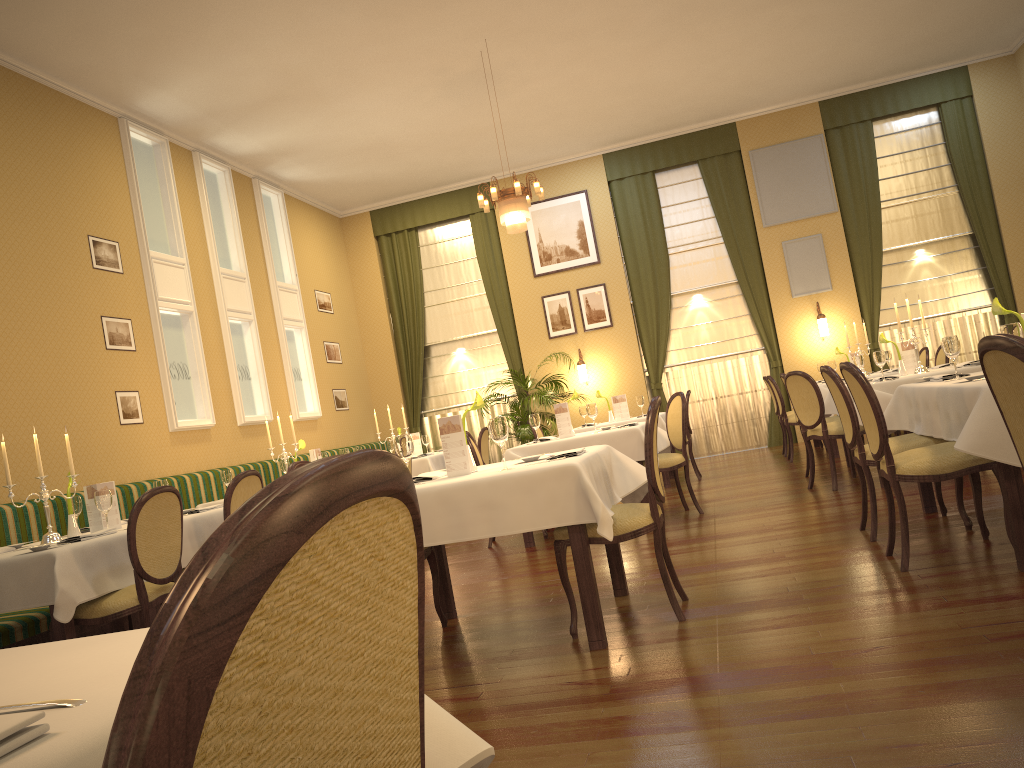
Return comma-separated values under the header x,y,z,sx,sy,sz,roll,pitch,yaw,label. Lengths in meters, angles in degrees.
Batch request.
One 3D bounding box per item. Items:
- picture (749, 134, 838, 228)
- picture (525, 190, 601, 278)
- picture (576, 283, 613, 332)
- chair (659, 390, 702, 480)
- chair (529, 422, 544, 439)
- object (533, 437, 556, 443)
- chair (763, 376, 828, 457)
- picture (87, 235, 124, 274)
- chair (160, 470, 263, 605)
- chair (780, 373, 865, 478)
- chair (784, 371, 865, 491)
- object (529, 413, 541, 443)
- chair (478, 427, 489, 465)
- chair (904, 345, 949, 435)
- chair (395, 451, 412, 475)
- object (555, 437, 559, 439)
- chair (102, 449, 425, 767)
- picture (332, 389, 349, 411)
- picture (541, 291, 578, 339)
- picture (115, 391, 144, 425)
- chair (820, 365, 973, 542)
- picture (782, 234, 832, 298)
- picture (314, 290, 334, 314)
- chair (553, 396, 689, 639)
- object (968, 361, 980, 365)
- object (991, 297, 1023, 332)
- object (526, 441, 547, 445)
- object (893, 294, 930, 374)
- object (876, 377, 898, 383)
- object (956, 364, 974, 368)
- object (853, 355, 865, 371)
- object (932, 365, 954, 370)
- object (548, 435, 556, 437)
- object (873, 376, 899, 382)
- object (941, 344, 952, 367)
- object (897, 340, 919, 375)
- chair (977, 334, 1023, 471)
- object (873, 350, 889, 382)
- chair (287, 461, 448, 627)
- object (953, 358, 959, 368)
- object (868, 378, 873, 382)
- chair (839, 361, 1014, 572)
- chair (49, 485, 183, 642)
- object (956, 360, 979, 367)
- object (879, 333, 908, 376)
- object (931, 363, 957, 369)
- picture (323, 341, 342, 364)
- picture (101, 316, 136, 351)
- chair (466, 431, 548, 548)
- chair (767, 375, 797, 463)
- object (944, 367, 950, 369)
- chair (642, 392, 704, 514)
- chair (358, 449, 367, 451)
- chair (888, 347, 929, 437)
x,y,z,sx,sy,sz,roll,pitch,yaw,label
3.747,-2.706,11.824,0.966,1.057,0.027,-11,-2,12,picture
0.681,-2.119,12.515,0.966,1.057,0.027,-11,-2,12,picture
1.156,-1.066,12.410,0.412,0.619,0.022,-11,-2,12,picture
1.732,0.583,9.581,0.571,0.955,0.530,-11,-2,13,chair
0.552,0.811,9.899,0.571,0.955,0.530,-11,-2,13,chair
0.265,0.448,7.182,0.142,0.033,0.273,-11,-2,12,object
3.303,0.329,10.338,0.571,0.955,0.530,-11,-2,13,chair
-3.549,-1.128,7.752,0.008,0.294,0.401,-11,-2,12,picture
-1.707,1.020,5.184,0.571,0.955,0.530,-11,-2,13,chair
2.715,0.324,7.731,0.571,0.955,0.530,-11,-2,13,chair
2.540,0.325,6.999,0.571,0.955,0.530,-10,-2,-12,chair
0.191,0.350,6.988,0.088,0.229,0.088,-9,-3,-35,object
-0.488,1.024,10.454,0.571,0.955,0.530,-11,-2,13,chair
4.297,0.100,9.199,0.571,0.955,0.530,-11,-2,13,chair
-1.111,1.025,7.829,0.571,0.955,0.530,-11,-2,13,chair
0.317,0.452,7.341,0.181,0.015,0.038,-11,-2,14,object
-0.286,0.565,0.626,0.571,0.955,0.530,-11,-2,13,chair
-2.326,0.213,12.047,0.008,0.294,0.437,-11,-2,12,picture
0.668,-0.973,12.520,0.412,0.619,0.022,-11,-2,12,picture
-3.310,0.205,7.677,0.008,0.294,0.313,-11,-2,12,picture
2.058,0.319,4.813,0.571,0.955,0.530,-11,-2,13,chair
3.920,-1.567,11.783,0.512,0.769,0.027,-11,-2,12,picture
-2.565,-1.120,12.118,0.008,0.294,0.504,-11,-2,12,picture
0.470,0.572,3.982,0.571,0.955,0.530,-11,-2,13,chair
3.378,-0.150,6.401,0.160,0.024,0.160,-11,-2,12,object
2.456,-0.250,4.323,0.163,0.375,0.076,-12,-3,34,object
0.200,0.456,6.900,0.185,0.010,0.017,-11,-2,14,object
3.184,-0.405,7.034,0.390,0.655,0.131,-8,-3,-43,object
2.748,-0.026,6.524,0.181,0.015,0.038,-11,-2,14,object
3.366,-0.136,6.563,0.181,0.015,0.038,-11,-2,14,object
2.974,-0.131,7.569,0.088,0.229,0.088,-9,-3,-30,object
3.589,-0.140,7.374,0.185,0.010,0.017,-11,-2,13,object
0.295,0.456,7.451,0.160,0.024,0.160,-11,-2,12,object
2.870,-0.042,6.808,0.142,0.033,0.273,-11,-2,12,object
3.664,-0.262,7.443,0.088,0.229,0.088,-9,-3,-30,object
3.271,-0.221,7.255,0.166,0.277,0.081,-10,-3,-16,object
1.394,0.313,1.868,0.571,0.955,0.530,-11,-2,13,chair
2.754,-0.132,6.613,0.088,0.229,0.088,-9,-3,-30,object
-0.709,0.800,4.300,0.571,0.955,0.530,-11,-2,13,chair
3.455,-0.247,6.906,0.088,0.229,0.088,-9,-3,-35,object
2.855,-0.023,7.121,0.160,0.024,0.160,-11,-2,12,object
1.888,0.317,4.059,0.571,0.955,0.530,-11,-2,13,chair
-1.892,1.018,4.369,0.571,0.955,0.530,-11,-2,13,chair
3.453,-0.153,6.712,0.142,0.033,0.273,-11,-2,12,object
3.114,-0.245,7.241,0.163,0.375,0.076,-12,-3,34,object
3.712,-0.156,7.626,0.142,0.024,0.273,-11,-2,12,object
-2.439,-0.427,12.088,0.008,0.294,0.504,-11,-2,12,picture
-3.423,-0.436,7.722,0.008,0.294,0.401,-11,-2,12,picture
-0.042,0.806,7.276,0.571,0.955,0.530,-10,-2,3,chair
3.133,0.328,9.584,0.571,0.955,0.530,-11,-2,13,chair
3.505,-0.141,7.001,0.185,0.010,0.017,-11,-2,13,object
1.147,0.577,6.978,0.571,0.955,0.530,-10,-2,-7,chair
-1.285,1.022,7.033,0.571,0.955,0.530,-12,-3,37,chair
4.482,0.101,10.020,0.571,0.955,0.530,-11,-2,13,chair
